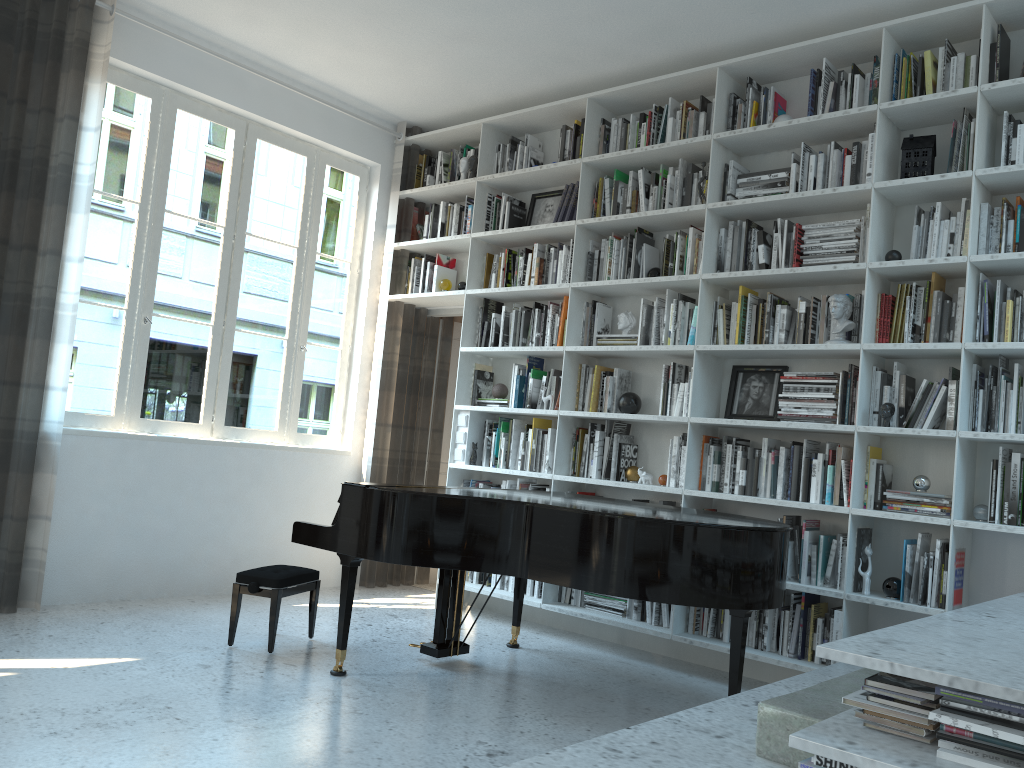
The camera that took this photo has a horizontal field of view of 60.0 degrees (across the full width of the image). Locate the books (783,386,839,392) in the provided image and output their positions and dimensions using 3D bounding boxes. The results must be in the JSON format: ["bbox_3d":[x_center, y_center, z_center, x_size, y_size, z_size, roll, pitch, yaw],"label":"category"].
[{"bbox_3d":[1.466,0.030,4.297,0.254,0.012,0.161,2,-5,37],"label":"books"}]

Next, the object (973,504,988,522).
[{"bbox_3d":[1.985,0.544,3.743,0.071,0.072,0.071,5,-4,0],"label":"object"}]

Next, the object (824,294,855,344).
[{"bbox_3d":[1.525,-0.294,4.114,0.137,0.243,0.138,5,-4,7],"label":"object"}]

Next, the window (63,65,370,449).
[{"bbox_3d":[-1.722,-0.650,5.426,0.073,2.007,1.985,2,-5,41],"label":"window"}]

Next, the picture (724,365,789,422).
[{"bbox_3d":[1.252,0.051,4.554,0.300,0.299,0.077,2,-5,41],"label":"picture"}]

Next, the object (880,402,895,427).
[{"bbox_3d":[1.653,0.137,3.907,0.054,0.113,0.079,2,-5,40],"label":"object"}]

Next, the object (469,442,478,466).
[{"bbox_3d":[-0.239,0.437,5.544,0.045,0.146,0.045,6,-4,-10],"label":"object"}]

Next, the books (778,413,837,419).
[{"bbox_3d":[1.458,0.162,4.294,0.285,0.012,0.159,2,-6,40],"label":"books"}]

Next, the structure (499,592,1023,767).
[{"bbox_3d":[1.793,1.019,1.972,2.898,0.658,3.116,2,-6,41],"label":"structure"}]

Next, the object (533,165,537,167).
[{"bbox_3d":[0.152,-1.339,5.605,0.082,0.083,0.082,4,-4,19],"label":"object"}]

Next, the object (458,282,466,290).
[{"bbox_3d":[-0.330,-0.651,5.948,0.071,0.072,0.071,4,-4,19],"label":"object"}]

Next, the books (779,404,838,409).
[{"bbox_3d":[1.463,0.115,4.297,0.285,0.012,0.159,1,-6,42],"label":"books"}]

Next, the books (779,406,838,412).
[{"bbox_3d":[1.463,0.127,4.298,0.285,0.012,0.159,2,-6,41],"label":"books"}]

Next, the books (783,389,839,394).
[{"bbox_3d":[1.466,0.043,4.298,0.254,0.012,0.161,2,-6,38],"label":"books"}]

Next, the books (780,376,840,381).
[{"bbox_3d":[1.469,-0.018,4.298,0.285,0.012,0.159,2,-5,36],"label":"books"}]

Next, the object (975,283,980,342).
[{"bbox_3d":[2.049,-0.285,3.860,0.013,0.283,0.135,2,-5,41],"label":"object"}]

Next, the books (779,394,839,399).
[{"bbox_3d":[1.461,0.066,4.293,0.159,0.012,0.285,10,-6,-44],"label":"books"}]

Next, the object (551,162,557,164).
[{"bbox_3d":[0.271,-1.336,5.502,0.082,0.083,0.082,4,-4,19],"label":"object"}]

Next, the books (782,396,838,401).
[{"bbox_3d":[1.460,0.078,4.293,0.254,0.012,0.161,2,-5,36],"label":"books"}]

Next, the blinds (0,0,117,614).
[{"bbox_3d":[-2.503,-0.515,4.284,0.140,3.228,0.777,2,-5,41],"label":"blinds"}]

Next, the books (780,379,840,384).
[{"bbox_3d":[1.472,-0.006,4.303,0.285,0.012,0.159,1,-6,43],"label":"books"}]

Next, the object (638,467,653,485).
[{"bbox_3d":[0.720,0.494,4.784,0.078,0.095,0.060,8,-5,-32],"label":"object"}]

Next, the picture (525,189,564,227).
[{"bbox_3d":[0.219,-1.079,5.620,0.300,0.299,0.077,2,-5,41],"label":"picture"}]

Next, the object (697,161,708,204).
[{"bbox_3d":[1.011,-1.046,4.669,0.075,0.254,0.075,4,-4,20],"label":"object"}]

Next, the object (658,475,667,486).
[{"bbox_3d":[0.812,0.514,4.731,0.061,0.062,0.061,5,-4,0],"label":"object"}]

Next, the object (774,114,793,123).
[{"bbox_3d":[1.383,-1.317,4.515,0.105,0.106,0.105,4,-4,19],"label":"object"}]

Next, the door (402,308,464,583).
[{"bbox_3d":[-0.208,0.499,6.431,0.834,1.979,0.787,2,-5,41],"label":"door"}]

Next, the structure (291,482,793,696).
[{"bbox_3d":[0.154,0.912,3.823,1.918,0.832,1.336,2,-6,41],"label":"structure"}]

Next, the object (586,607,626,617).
[{"bbox_3d":[0.556,1.260,4.914,0.254,0.007,0.161,1,-6,44],"label":"object"}]

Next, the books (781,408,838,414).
[{"bbox_3d":[1.454,0.137,4.289,0.254,0.012,0.161,2,-5,36],"label":"books"}]

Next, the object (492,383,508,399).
[{"bbox_3d":[-0.076,0.049,5.618,0.105,0.106,0.105,4,-4,19],"label":"object"}]

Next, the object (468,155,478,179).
[{"bbox_3d":[-0.259,-1.406,5.826,0.067,0.198,0.067,6,-4,-6],"label":"object"}]

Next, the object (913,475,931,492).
[{"bbox_3d":[1.774,0.430,3.838,0.071,0.072,0.071,5,-4,0],"label":"object"}]

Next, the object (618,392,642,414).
[{"bbox_3d":[0.660,0.113,4.966,0.134,0.135,0.134,5,-4,0],"label":"object"}]

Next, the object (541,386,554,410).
[{"bbox_3d":[0.201,0.085,5.185,0.081,0.140,0.044,4,-4,25],"label":"object"}]

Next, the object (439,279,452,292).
[{"bbox_3d":[-0.448,-0.667,5.989,0.087,0.087,0.087,5,-4,0],"label":"object"}]

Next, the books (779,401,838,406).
[{"bbox_3d":[1.462,0.103,4.296,0.285,0.012,0.159,1,-6,43],"label":"books"}]

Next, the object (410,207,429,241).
[{"bbox_3d":[-0.658,-1.099,6.305,0.035,0.295,0.176,2,-5,41],"label":"object"}]

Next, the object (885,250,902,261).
[{"bbox_3d":[1.730,-0.572,4.023,0.071,0.072,0.071,5,-4,0],"label":"object"}]

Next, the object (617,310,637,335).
[{"bbox_3d":[0.655,-0.346,5.065,0.121,0.157,0.095,8,-5,-35],"label":"object"}]

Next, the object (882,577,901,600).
[{"bbox_3d":[1.659,0.886,3.852,0.093,0.094,0.093,5,-4,0],"label":"object"}]

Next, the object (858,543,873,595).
[{"bbox_3d":[1.564,0.816,3.916,0.046,0.224,0.053,8,-5,-37],"label":"object"}]

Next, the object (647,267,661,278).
[{"bbox_3d":[0.798,-0.599,4.924,0.097,0.098,0.097,5,-4,0],"label":"object"}]

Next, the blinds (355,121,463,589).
[{"bbox_3d":[-0.681,-0.182,6.378,0.140,3.228,0.777,2,-5,41],"label":"blinds"}]

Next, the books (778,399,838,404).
[{"bbox_3d":[1.458,0.090,4.291,0.159,0.012,0.285,10,-6,-44],"label":"books"}]

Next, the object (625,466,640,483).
[{"bbox_3d":[0.673,0.500,4.912,0.091,0.092,0.091,4,-4,19],"label":"object"}]

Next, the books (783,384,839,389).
[{"bbox_3d":[1.469,0.018,4.300,0.254,0.012,0.161,2,-6,38],"label":"books"}]

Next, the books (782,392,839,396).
[{"bbox_3d":[1.465,0.055,4.297,0.254,0.012,0.161,1,-6,44],"label":"books"}]

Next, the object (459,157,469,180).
[{"bbox_3d":[-0.320,-1.408,5.879,0.067,0.198,0.067,6,-4,-6],"label":"object"}]

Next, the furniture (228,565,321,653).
[{"bbox_3d":[-1.129,1.055,4.242,0.240,0.353,0.467,4,-4,16],"label":"furniture"}]

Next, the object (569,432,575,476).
[{"bbox_3d":[0.398,0.413,5.184,0.012,0.254,0.161,2,-5,41],"label":"object"}]

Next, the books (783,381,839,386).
[{"bbox_3d":[1.468,0.006,4.299,0.254,0.012,0.161,2,-5,37],"label":"books"}]

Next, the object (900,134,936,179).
[{"bbox_3d":[1.844,-1.014,4.026,0.135,0.248,0.135,3,-4,31],"label":"object"}]

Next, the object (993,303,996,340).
[{"bbox_3d":[2.090,-0.248,3.798,0.013,0.208,0.140,2,-5,41],"label":"object"}]

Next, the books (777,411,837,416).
[{"bbox_3d":[1.453,0.149,4.288,0.159,0.012,0.285,10,-6,-44],"label":"books"}]

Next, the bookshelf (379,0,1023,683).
[{"bbox_3d":[1.496,-0.077,4.209,6.295,3.140,0.330,2,-5,41],"label":"bookshelf"}]

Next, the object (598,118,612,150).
[{"bbox_3d":[0.572,-1.424,5.302,0.012,0.285,0.159,2,-5,41],"label":"object"}]

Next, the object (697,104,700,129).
[{"bbox_3d":[1.060,-1.392,4.868,0.010,0.246,0.157,2,-5,41],"label":"object"}]
